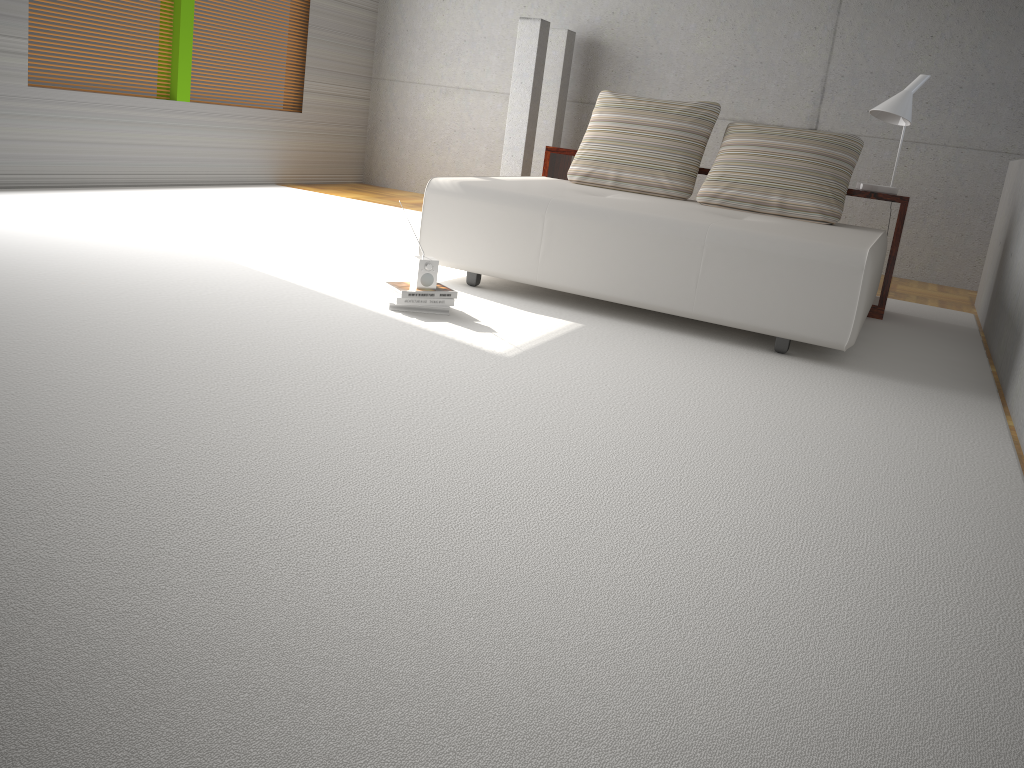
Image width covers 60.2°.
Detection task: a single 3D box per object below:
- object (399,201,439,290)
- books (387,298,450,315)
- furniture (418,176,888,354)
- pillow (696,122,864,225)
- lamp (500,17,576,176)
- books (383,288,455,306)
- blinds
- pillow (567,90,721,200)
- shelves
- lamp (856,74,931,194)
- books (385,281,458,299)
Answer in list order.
[{"bbox_3d":[-0.409,-0.596,3.804,0.185,0.360,0.091,1,14,-25],"label":"object"},{"bbox_3d":[-0.414,-0.352,3.890,0.264,0.031,0.193,4,17,-12],"label":"books"},{"bbox_3d":[0.824,-0.718,4.812,2.183,0.513,1.632,14,18,23],"label":"furniture"},{"bbox_3d":[1.547,-1.231,5.108,0.812,0.508,0.584,14,16,24],"label":"pillow"},{"bbox_3d":[0.213,-2.306,7.838,0.201,1.663,0.806,13,14,22],"label":"lamp"},{"bbox_3d":[-0.410,-0.382,3.883,0.264,0.031,0.192,-1,18,-26],"label":"books"},{"bbox_3d":[-2.559,-3.094,6.733,0.012,2.010,3.574,13,16,22],"label":"blinds"},{"bbox_3d":[0.808,-1.490,5.480,0.806,0.599,0.496,14,15,22],"label":"pillow"},{"bbox_3d":[1.271,-1.018,5.674,2.265,0.704,0.404,15,15,23],"label":"shelves"},{"bbox_3d":[2.238,-1.470,5.172,0.323,0.688,0.248,9,13,5],"label":"lamp"},{"bbox_3d":[-0.399,-0.411,3.875,0.265,0.031,0.192,-3,19,-31],"label":"books"}]
